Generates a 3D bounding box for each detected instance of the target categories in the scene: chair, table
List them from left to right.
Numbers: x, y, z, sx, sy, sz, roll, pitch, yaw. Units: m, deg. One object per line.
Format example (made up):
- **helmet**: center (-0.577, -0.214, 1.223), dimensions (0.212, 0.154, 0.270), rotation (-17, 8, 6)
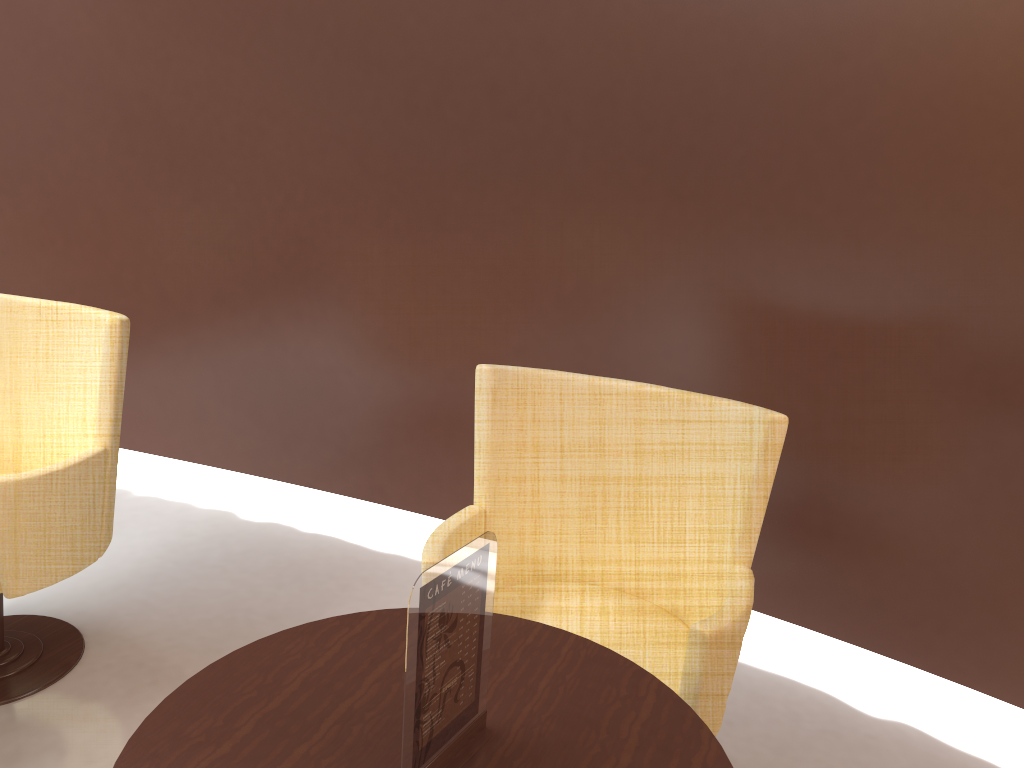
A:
- **chair**: center (-1.434, 0.293, 2.453), dimensions (0.729, 1.017, 0.685), rotation (9, 16, 18)
- **table**: center (-0.134, 0.867, 1.352), dimensions (0.872, 0.679, 0.874), rotation (-4, 17, -27)
- **chair**: center (0.166, 0.525, 2.027), dimensions (0.729, 1.017, 0.685), rotation (10, 17, 22)

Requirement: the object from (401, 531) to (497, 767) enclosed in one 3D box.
- **object**: center (-0.084, 0.381, 1.215), dimensions (0.042, 0.335, 0.209), rotation (13, 18, 28)
